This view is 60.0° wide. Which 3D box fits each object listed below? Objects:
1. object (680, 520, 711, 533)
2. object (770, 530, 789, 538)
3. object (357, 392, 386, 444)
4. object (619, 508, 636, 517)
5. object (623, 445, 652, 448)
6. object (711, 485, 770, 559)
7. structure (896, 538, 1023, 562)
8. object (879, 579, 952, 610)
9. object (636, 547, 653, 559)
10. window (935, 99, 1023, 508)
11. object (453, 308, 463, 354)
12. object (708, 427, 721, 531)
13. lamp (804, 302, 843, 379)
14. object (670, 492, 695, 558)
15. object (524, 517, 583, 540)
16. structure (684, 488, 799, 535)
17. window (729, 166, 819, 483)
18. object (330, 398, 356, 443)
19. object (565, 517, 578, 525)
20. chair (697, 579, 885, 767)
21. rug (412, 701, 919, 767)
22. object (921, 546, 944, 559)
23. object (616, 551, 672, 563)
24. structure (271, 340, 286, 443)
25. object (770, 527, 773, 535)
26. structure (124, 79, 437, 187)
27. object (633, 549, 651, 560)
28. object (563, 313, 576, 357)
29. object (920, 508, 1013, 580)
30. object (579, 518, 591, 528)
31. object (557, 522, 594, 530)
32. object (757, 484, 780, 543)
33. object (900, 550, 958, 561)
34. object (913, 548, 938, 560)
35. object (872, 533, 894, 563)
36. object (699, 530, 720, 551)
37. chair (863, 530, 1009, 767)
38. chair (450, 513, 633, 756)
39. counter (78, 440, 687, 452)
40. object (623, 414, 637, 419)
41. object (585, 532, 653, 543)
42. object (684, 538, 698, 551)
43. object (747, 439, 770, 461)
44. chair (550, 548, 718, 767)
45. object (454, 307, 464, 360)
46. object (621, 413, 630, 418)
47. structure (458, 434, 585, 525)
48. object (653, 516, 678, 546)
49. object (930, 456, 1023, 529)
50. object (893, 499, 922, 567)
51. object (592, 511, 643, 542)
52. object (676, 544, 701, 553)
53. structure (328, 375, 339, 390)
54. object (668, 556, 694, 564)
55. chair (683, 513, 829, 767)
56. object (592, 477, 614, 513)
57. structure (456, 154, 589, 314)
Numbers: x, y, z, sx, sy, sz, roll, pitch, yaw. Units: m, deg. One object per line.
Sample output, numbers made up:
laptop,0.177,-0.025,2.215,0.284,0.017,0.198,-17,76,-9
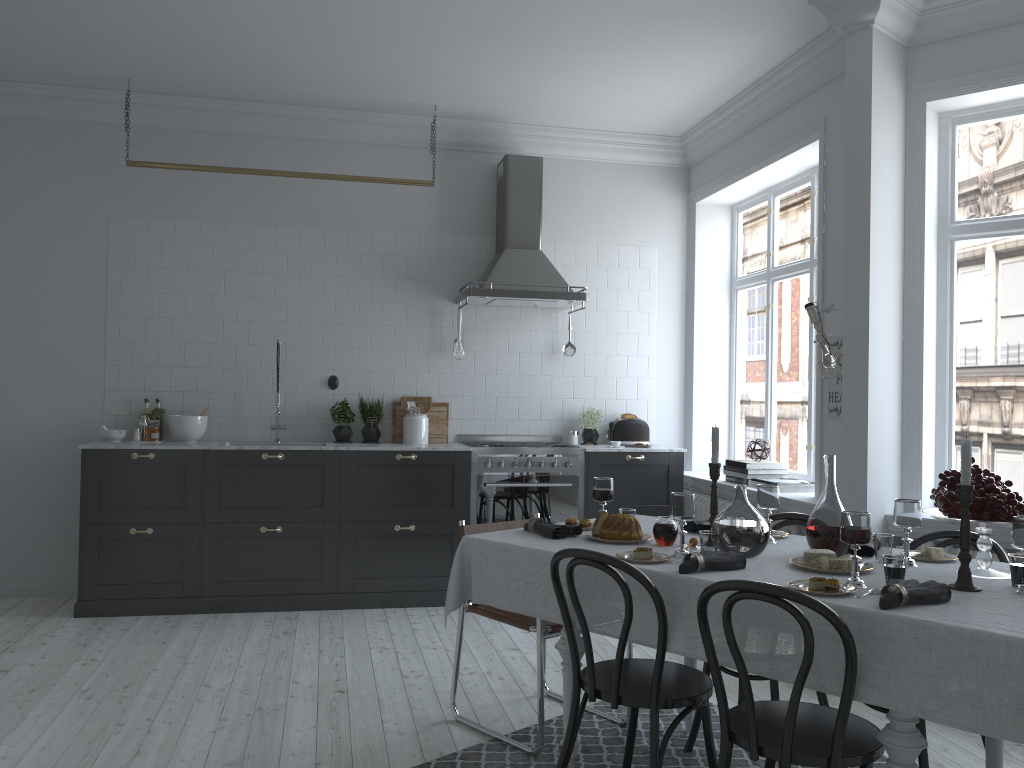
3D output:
object,0.785,0.568,3.606,0.165,0.061,0.247,1,-1,28
object,0.995,0.592,3.488,0.182,0.013,0.182,1,-1,-12
object,-0.982,0.228,6.170,0.186,0.367,0.196,0,-1,33
object,0.454,0.541,3.497,0.066,0.094,0.066,1,-1,-23
object,0.894,0.442,6.291,0.209,0.011,0.209,1,-1,26
object,0.775,0.466,3.006,0.194,0.245,0.194,2,-1,-29
structure,2.500,1.117,3.742,1.710,0.753,0.245,0,-1,41
object,1.069,0.553,2.346,0.165,0.061,0.247,1,-1,28
object,0.438,0.561,2.946,0.057,0.037,0.021,1,-1,6
window,2.989,-0.371,3.897,2.079,2.080,0.061,0,-1,41
object,-0.384,-0.383,6.355,0.066,0.332,0.024,1,-1,-7
object,0.743,0.374,3.252,0.089,0.432,0.089,1,-1,11
lamp,1.622,0.067,4.486,0.131,0.977,0.312,2,-1,-37
object,0.576,0.477,2.995,0.083,0.215,0.083,1,-1,-7
object,0.126,0.553,3.407,0.247,0.061,0.165,1,-1,28
structure,1.380,1.128,5.799,0.245,0.753,1.673,1,-1,-12
window,1.876,-0.360,5.946,0.061,2.080,1.716,1,-1,-12
object,-1.176,0.252,6.144,0.172,0.311,0.179,1,-1,-1
object,0.241,0.566,3.622,0.038,0.041,0.057,1,-1,22
chair,0.782,0.966,2.479,0.463,0.909,0.564,0,-1,37
rug,0.799,1.414,2.889,1.701,0.021,2.166,2,-1,-44
object,1.445,0.581,3.065,0.040,0.039,0.077,2,-1,-42
object,0.436,0.573,2.926,0.182,0.013,0.182,1,-1,3
structure,-1.567,0.052,5.947,0.100,0.692,0.266,1,-1,-12
object,1.005,0.579,3.521,0.036,0.039,0.051,2,-1,-35
structure,-1.490,-1.641,5.839,1.988,0.556,0.053,1,-1,-12
object,0.427,0.560,2.915,0.057,0.037,0.021,1,-1,-21
object,0.424,-0.366,6.515,0.101,0.331,0.030,1,-1,-1
object,1.473,0.502,2.764,0.367,0.188,0.367,1,-1,29
object,0.297,0.568,3.610,0.036,0.039,0.051,1,-1,28
object,0.270,0.581,3.619,0.182,0.013,0.182,1,-1,-12
object,0.964,0.490,3.340,0.083,0.215,0.083,1,-1,-7
object,1.432,0.593,3.045,0.182,0.013,0.182,1,-1,-12
object,1.413,0.579,3.036,0.039,0.040,0.078,2,-1,-37
object,1.235,0.547,2.952,0.066,0.094,0.066,1,-1,-1
object,0.652,0.536,2.935,0.066,0.094,0.066,1,-1,-23
chair,1.435,0.988,3.104,0.564,0.909,0.463,2,-1,-33
chair,0.124,1.010,3.741,0.546,0.837,0.593,2,-1,-40
counter,-0.764,0.423,6.033,3.902,0.020,0.624,1,-1,-12
object,0.869,0.277,6.520,0.107,0.110,0.010,1,-1,-7
object,0.401,0.577,3.330,0.251,0.018,0.251,1,-1,-12
object,0.627,0.568,3.131,0.031,0.031,0.167,1,-1,23
object,1.619,0.434,5.825,0.147,0.148,0.147,1,-1,-21
chair,0.397,0.966,2.900,0.463,0.909,0.564,0,-1,42
object,-0.375,-0.360,6.323,0.074,0.381,0.076,2,-1,-31
object,0.860,0.274,6.597,0.107,0.110,0.010,1,-1,-7
structure,0.046,0.915,6.185,0.779,1.096,0.651,1,-1,-12
object,0.558,0.535,3.227,0.091,0.101,0.091,0,-1,33
object,1.477,0.336,2.755,0.318,0.215,0.347,0,-1,40
object,1.300,0.489,2.917,0.083,0.215,0.083,1,-1,-17
object,0.395,0.536,3.323,0.191,0.105,0.164,1,-1,7
object,0.634,0.582,3.150,0.075,0.009,0.150,1,-1,23
structure,-1.256,-0.010,6.238,0.079,0.103,0.032,1,-1,-12
object,0.554,0.575,2.893,0.131,0.012,0.031,2,-1,-44
chair,1.008,0.986,3.493,0.463,0.909,0.564,0,-1,42
object,0.361,0.481,3.525,0.083,0.215,0.083,1,-1,-7
structure,0.074,-1.065,6.253,0.843,1.079,0.567,1,-1,-12
